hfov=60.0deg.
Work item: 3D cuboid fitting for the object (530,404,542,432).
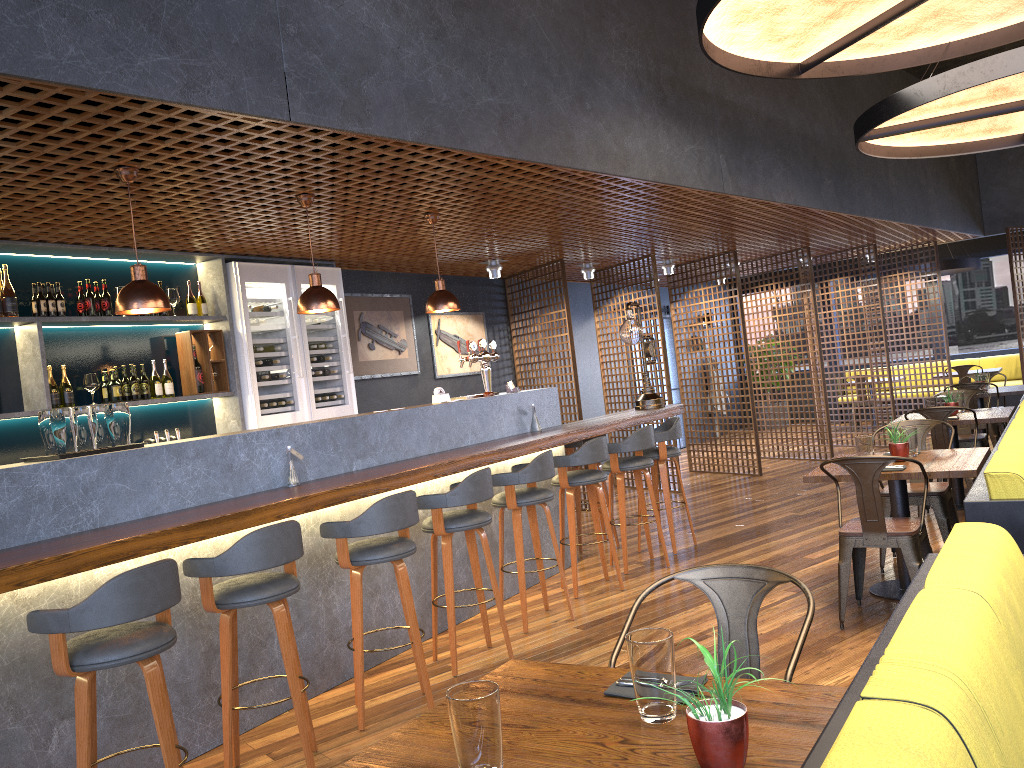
[{"bbox_3d":[0.162,0.248,6.550,0.069,0.203,0.114,-7,1,-23],"label":"object"}]

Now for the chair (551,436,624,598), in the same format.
[{"bbox_3d":[0.494,0.895,6.137,0.438,1.048,0.483,-7,0,4],"label":"chair"}]

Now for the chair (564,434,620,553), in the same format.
[{"bbox_3d":[0.633,0.867,7.529,0.438,1.048,0.483,-7,0,4],"label":"chair"}]

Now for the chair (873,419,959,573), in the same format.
[{"bbox_3d":[2.625,0.712,5.753,0.504,0.917,0.541,-6,1,33],"label":"chair"}]

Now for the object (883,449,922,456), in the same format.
[{"bbox_3d":[2.434,0.422,5.484,0.255,0.019,0.157,-6,1,32],"label":"object"}]

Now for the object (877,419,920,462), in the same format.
[{"bbox_3d":[2.253,0.319,5.205,0.260,0.271,0.238,-7,1,-36],"label":"object"}]

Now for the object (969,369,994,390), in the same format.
[{"bbox_3d":[5.145,-0.060,9.750,0.260,0.271,0.238,-6,1,34],"label":"object"}]

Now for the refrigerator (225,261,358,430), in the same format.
[{"bbox_3d":[-1.817,0.094,7.303,0.454,2.109,1.159,-6,1,33],"label":"refrigerator"}]

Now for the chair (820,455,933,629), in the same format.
[{"bbox_3d":[1.960,0.800,4.704,0.504,0.917,0.541,-6,1,33],"label":"chair"}]

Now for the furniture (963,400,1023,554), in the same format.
[{"bbox_3d":[5.723,0.351,5.740,4.895,0.914,7.462,-6,1,28],"label":"furniture"}]

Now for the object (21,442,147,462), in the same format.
[{"bbox_3d":[-1.872,0.300,3.891,0.273,0.019,0.437,-6,1,33],"label":"object"}]

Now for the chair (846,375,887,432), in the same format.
[{"bbox_3d":[5.585,0.295,13.989,0.504,0.917,0.541,-6,1,33],"label":"chair"}]

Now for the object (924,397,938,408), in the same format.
[{"bbox_3d":[3.503,0.200,7.407,0.102,0.178,0.102,-7,0,18],"label":"object"}]

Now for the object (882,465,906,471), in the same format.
[{"bbox_3d":[2.066,0.470,4.964,0.255,0.019,0.157,-6,1,32],"label":"object"}]

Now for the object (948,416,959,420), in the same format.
[{"bbox_3d":[3.508,0.281,7.240,0.255,0.019,0.157,-6,1,32],"label":"object"}]

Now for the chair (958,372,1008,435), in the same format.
[{"bbox_3d":[5.495,0.337,10.297,0.504,0.917,0.541,-6,1,33],"label":"chair"}]

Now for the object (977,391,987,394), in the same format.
[{"bbox_3d":[4.953,0.092,9.522,0.255,0.019,0.157,-6,1,32],"label":"object"}]

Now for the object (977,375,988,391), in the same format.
[{"bbox_3d":[5.106,-0.007,9.605,0.102,0.178,0.102,-6,1,38],"label":"object"}]

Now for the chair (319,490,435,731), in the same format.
[{"bbox_3d":[-0.634,1.044,4.232,0.483,1.048,0.438,-7,1,-29],"label":"chair"}]

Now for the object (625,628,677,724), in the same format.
[{"bbox_3d":[0.302,0.623,1.890,0.102,0.178,0.102,-7,0,18],"label":"object"}]

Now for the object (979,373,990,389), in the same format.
[{"bbox_3d":[5.270,-0.029,9.880,0.102,0.178,0.102,-7,1,-42],"label":"object"}]

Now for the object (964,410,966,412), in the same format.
[{"bbox_3d":[3.876,0.233,7.760,0.255,0.019,0.157,-6,1,32],"label":"object"}]

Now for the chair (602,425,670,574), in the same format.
[{"bbox_3d":[0.882,0.845,6.625,0.483,1.048,0.438,-7,1,-29],"label":"chair"}]

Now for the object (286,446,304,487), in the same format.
[{"bbox_3d":[-1.118,0.415,4.517,0.069,0.203,0.114,-7,1,22],"label":"object"}]

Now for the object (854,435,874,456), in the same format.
[{"bbox_3d":[2.047,0.390,5.135,0.102,0.178,0.102,-7,1,-22],"label":"object"}]

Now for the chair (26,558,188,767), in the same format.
[{"bbox_3d":[-1.332,1.136,3.017,0.483,1.048,0.438,-7,1,-38],"label":"chair"}]

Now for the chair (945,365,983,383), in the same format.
[{"bbox_3d":[6.783,0.160,13.220,0.504,0.917,0.541,-6,1,33],"label":"chair"}]

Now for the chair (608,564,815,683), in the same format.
[{"bbox_3d":[0.551,0.986,2.310,0.504,0.917,0.541,-6,1,33],"label":"chair"}]

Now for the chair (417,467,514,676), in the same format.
[{"bbox_3d":[-0.275,0.996,4.873,0.438,1.048,0.483,-7,0,-7],"label":"chair"}]

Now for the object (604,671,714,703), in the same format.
[{"bbox_3d":[0.353,0.696,2.052,0.255,0.019,0.157,-6,1,32],"label":"object"}]

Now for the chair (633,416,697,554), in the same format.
[{"bbox_3d":[1.188,0.805,7.127,0.438,1.048,0.483,-7,1,24],"label":"chair"}]

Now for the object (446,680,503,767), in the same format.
[{"bbox_3d":[-0.065,0.668,1.681,0.102,0.178,0.102,-7,1,-22],"label":"object"}]

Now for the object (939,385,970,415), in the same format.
[{"bbox_3d":[3.716,0.127,7.494,0.260,0.271,0.238,-6,1,34],"label":"object"}]

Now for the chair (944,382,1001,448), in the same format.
[{"bbox_3d":[4.840,0.422,9.263,0.504,0.917,0.541,-6,1,33],"label":"chair"}]

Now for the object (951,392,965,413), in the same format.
[{"bbox_3d":[3.825,0.160,7.598,0.102,0.178,0.102,-7,0,18],"label":"object"}]

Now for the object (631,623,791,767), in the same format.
[{"bbox_3d":[0.383,0.569,1.628,0.238,0.271,0.260,-6,1,38],"label":"object"}]

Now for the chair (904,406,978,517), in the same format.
[{"bbox_3d":[3.413,0.609,6.970,0.504,0.917,0.541,-6,1,33],"label":"chair"}]

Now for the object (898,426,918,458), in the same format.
[{"bbox_3d":[2.383,0.349,5.323,0.102,0.178,0.102,-7,0,18],"label":"object"}]

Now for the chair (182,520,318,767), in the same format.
[{"bbox_3d":[-1.045,1.097,3.685,0.438,1.048,0.483,-7,0,4],"label":"chair"}]

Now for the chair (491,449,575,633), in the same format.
[{"bbox_3d":[0.084,0.949,5.479,0.483,1.048,0.438,-7,1,-43],"label":"chair"}]

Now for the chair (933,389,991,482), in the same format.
[{"bbox_3d":[4.079,0.522,8.020,0.504,0.917,0.541,-6,1,33],"label":"chair"}]
